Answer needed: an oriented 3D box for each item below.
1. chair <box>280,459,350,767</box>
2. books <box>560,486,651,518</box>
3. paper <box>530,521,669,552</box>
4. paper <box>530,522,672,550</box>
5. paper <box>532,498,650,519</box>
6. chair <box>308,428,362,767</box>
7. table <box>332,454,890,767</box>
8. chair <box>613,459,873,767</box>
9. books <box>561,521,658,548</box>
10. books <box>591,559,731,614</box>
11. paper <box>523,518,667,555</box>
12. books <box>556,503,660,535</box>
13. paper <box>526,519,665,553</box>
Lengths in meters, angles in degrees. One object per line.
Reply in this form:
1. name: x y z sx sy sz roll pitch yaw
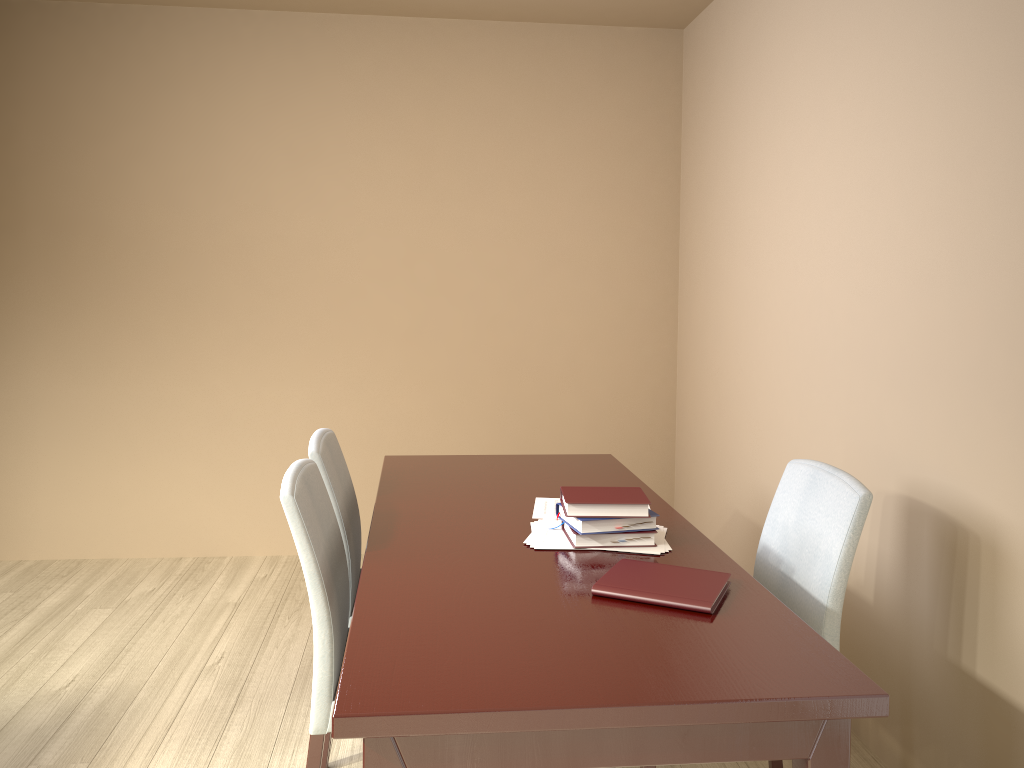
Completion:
1. chair: -0.246 0.594 1.977 0.505 0.825 0.401 0 3 -6
2. books: 0.202 0.256 1.939 0.183 0.032 0.165 1 6 -1
3. paper: 0.190 0.336 1.959 0.290 0.001 0.211 1 6 4
4. paper: 0.190 0.336 1.959 0.290 0.001 0.211 1 6 -1
5. paper: 0.200 0.312 2.203 0.290 0.001 0.211 1 6 4
6. chair: -0.294 0.545 2.431 0.505 0.825 0.401 0 3 -6
7. table: 0.046 0.667 2.051 0.751 0.677 1.767 0 6 -6
8. chair: 0.488 0.601 2.007 0.505 0.825 0.401 0 3 -6
9. books: 0.211 0.320 1.943 0.183 0.032 0.165 0 6 -6
10. books: 0.278 0.368 1.622 0.215 0.017 0.194 3 7 24
11. paper: 0.190 0.335 1.959 0.290 0.001 0.211 2 6 14
12. books: 0.207 0.288 1.941 0.183 0.032 0.165 -1 6 -16
13. paper: 0.190 0.334 1.959 0.290 0.001 0.211 2 6 9
